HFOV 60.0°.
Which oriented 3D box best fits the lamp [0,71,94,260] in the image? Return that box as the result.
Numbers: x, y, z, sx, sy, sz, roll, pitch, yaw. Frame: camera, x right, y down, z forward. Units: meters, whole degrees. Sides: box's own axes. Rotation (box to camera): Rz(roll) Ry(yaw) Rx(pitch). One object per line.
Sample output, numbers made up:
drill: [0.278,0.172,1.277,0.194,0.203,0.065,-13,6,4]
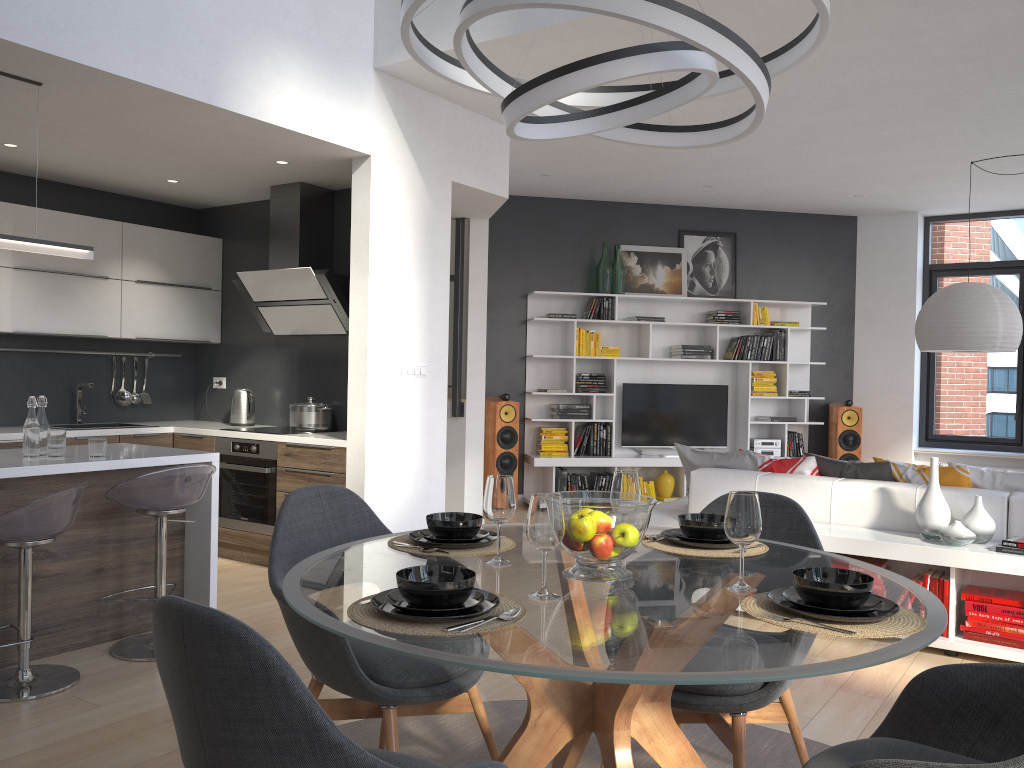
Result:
lamp: [-2.233,-0.961,3.727,0.020,0.756,0.998,2,1,34]

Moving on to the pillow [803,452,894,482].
pillow: [2.617,0.628,4.665,2.120,0.436,0.608,2,1,30]

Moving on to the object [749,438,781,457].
object: [2.508,0.637,8.904,0.285,0.174,0.270,1,1,-11]

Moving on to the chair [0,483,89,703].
chair: [-1.907,0.781,3.470,0.434,0.787,0.475,1,1,-3]

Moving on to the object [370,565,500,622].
object: [-0.152,0.416,1.774,0.258,0.074,0.258,1,1,-36]

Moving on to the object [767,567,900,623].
object: [0.663,0.433,1.835,0.258,0.074,0.258,1,1,-36]

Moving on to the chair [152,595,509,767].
chair: [-0.310,0.779,1.581,0.655,0.891,0.619,2,1,41]

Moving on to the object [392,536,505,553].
object: [-0.172,0.439,2.492,0.206,0.015,0.309,2,1,39]

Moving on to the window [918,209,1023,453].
window: [5.126,-0.520,8.776,1.960,2.402,0.170,2,1,34]

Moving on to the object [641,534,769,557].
object: [0.554,0.462,2.561,0.360,0.002,0.360,1,1,-14]

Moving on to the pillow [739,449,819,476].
pillow: [2.341,0.647,4.841,2.250,0.449,0.575,2,1,31]

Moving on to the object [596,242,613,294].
object: [0.892,-1.114,8.567,0.157,0.507,0.157,1,1,3]

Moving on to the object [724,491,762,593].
object: [0.525,0.357,2.020,0.083,0.220,0.083,1,1,-5]

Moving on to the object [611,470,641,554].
object: [0.310,0.349,2.427,0.083,0.220,0.083,1,1,6]

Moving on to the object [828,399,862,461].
object: [3.366,0.697,9.029,0.290,1.088,0.434,1,1,4]

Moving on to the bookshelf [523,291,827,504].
bookshelf: [1.646,0.181,8.682,3.000,2.052,0.455,1,1,-11]

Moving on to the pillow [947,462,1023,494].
pillow: [3.387,0.638,5.093,2.156,0.456,0.580,1,1,-30]

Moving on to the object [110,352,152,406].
object: [-2.778,-0.036,6.453,0.069,0.389,0.320,2,1,35]

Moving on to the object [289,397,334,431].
object: [-1.356,0.199,5.981,0.288,0.223,0.315,1,1,-15]

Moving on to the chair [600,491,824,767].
chair: [0.606,0.790,2.626,0.655,0.891,0.619,2,1,41]

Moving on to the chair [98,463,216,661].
chair: [-1.572,0.759,3.966,0.434,0.838,0.475,2,1,32]

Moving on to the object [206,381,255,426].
object: [-2.057,0.139,6.506,0.590,0.318,0.179,2,1,41]

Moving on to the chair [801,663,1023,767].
chair: [0.833,0.803,1.688,0.619,0.891,0.655,2,1,36]

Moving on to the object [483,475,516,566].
object: [-0.033,0.343,2.245,0.083,0.220,0.083,1,1,-28]

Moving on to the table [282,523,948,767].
table: [0.211,0.841,2.148,1.499,0.764,1.499,1,1,23]

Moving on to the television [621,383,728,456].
television: [1.614,0.353,8.789,1.102,0.704,0.207,1,1,-11]

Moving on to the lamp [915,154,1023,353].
lamp: [3.336,-0.042,4.342,0.710,2.647,3.199,1,1,-20]

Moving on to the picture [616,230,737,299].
picture: [1.656,-1.196,8.877,1.279,0.707,0.076,1,1,-11]

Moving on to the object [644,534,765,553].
object: [0.546,0.454,2.567,0.309,0.015,0.206,2,1,39]

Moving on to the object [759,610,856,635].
object: [0.655,0.463,1.844,0.206,0.015,0.309,2,1,39]

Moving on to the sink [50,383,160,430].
sink: [-2.798,0.253,5.955,0.512,0.518,0.626,2,1,34]

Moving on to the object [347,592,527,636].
object: [-0.150,0.454,1.787,0.360,0.002,0.360,1,1,9]

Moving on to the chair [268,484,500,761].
chair: [-0.385,0.769,2.612,0.619,0.891,0.655,2,1,36]

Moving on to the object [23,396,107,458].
object: [-1.963,0.189,3.905,0.323,0.267,0.148,1,1,-1]

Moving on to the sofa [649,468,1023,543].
sofa: [2.719,0.892,5.573,3.424,0.732,2.614,2,1,34]

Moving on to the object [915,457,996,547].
object: [2.115,0.558,4.262,0.319,0.398,0.316,1,1,-32]

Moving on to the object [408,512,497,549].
object: [-0.162,0.409,2.493,0.258,0.074,0.258,1,1,14]

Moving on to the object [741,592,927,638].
object: [0.658,0.471,1.832,0.360,0.002,0.360,1,1,-14]

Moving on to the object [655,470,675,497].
object: [1.487,0.967,8.618,0.185,0.257,0.185,1,1,-33]

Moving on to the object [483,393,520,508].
object: [-0.140,0.628,8.357,0.290,1.088,0.434,1,1,-26]

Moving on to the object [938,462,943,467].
object: [2.931,0.677,6.286,0.330,0.265,0.330,1,1,-32]

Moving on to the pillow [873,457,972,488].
pillow: [3.083,0.651,4.996,2.095,0.440,0.630,1,1,-9]

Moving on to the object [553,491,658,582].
object: [0.209,0.367,2.138,0.278,0.184,0.278,2,1,43]

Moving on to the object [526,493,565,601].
object: [0.071,0.348,1.910,0.083,0.220,0.083,1,1,-5]

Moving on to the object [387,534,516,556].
object: [-0.169,0.447,2.498,0.360,0.002,0.360,1,1,9]

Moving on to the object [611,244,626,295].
object: [1.034,-1.111,8.653,0.157,0.507,0.157,1,1,3]

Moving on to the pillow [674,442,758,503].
pillow: [2.448,0.616,5.170,2.953,0.453,0.647,1,1,22]

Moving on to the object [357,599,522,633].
object: [-0.139,0.446,1.784,0.309,0.015,0.206,2,1,44]

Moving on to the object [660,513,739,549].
object: [0.561,0.424,2.571,0.258,0.074,0.258,1,1,14]

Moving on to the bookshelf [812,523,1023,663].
bookshelf: [2.101,1.007,4.199,2.600,0.500,0.356,2,1,34]

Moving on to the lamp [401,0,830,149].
lamp: [0.279,-2.858,2.119,1.000,4.513,1.000,2,1,36]
